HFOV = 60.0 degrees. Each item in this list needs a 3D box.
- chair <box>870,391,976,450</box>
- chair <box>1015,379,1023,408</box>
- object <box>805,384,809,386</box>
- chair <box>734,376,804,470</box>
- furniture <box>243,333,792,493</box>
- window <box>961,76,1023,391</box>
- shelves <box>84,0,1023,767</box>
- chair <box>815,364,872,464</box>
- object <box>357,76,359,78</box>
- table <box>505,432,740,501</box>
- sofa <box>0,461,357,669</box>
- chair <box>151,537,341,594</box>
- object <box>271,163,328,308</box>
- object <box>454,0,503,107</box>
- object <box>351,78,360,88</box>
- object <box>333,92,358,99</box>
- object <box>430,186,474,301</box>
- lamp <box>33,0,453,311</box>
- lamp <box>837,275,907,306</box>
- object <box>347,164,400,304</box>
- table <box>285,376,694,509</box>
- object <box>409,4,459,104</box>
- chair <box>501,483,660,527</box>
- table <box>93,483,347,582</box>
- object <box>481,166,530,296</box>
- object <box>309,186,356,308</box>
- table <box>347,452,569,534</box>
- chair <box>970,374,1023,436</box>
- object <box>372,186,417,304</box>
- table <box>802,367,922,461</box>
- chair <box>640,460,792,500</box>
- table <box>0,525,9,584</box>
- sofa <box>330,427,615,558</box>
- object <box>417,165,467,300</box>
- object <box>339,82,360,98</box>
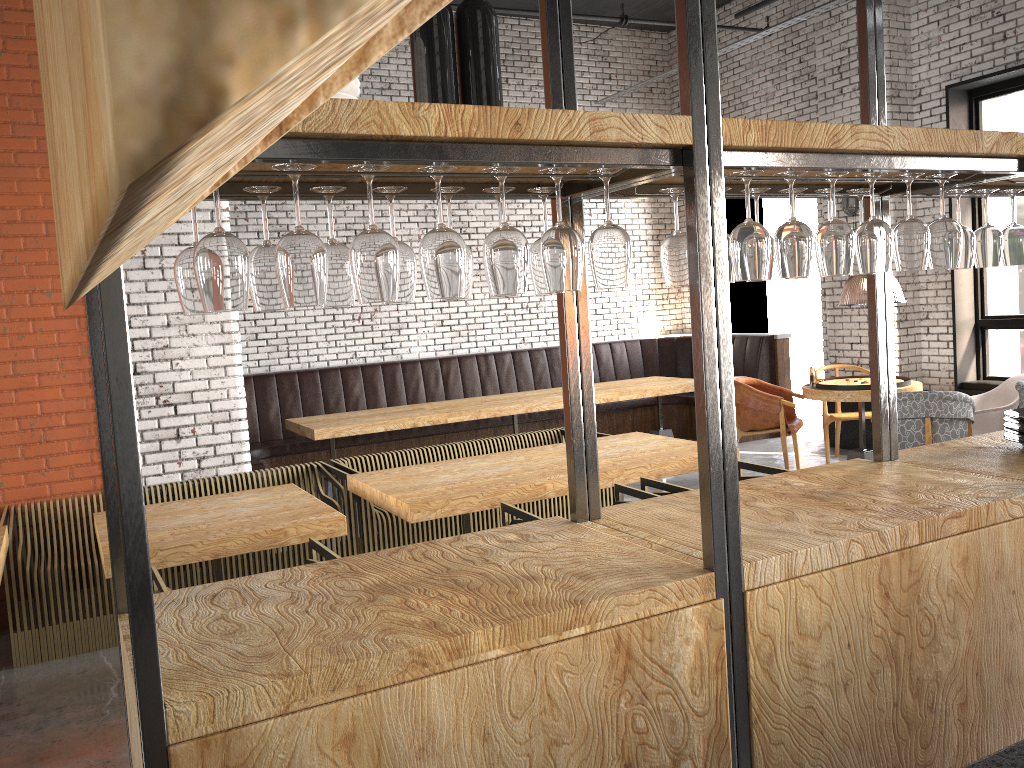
[{"bbox_3d":[2.864,0.483,6.157,0.681,0.927,0.645,-2,5,22],"label":"chair"},{"bbox_3d":[3.798,0.429,6.084,0.682,0.927,0.644,-6,5,-28],"label":"chair"},{"bbox_3d":[2.529,0.008,7.602,0.032,0.010,0.032,-2,5,23],"label":"object"},{"bbox_3d":[2.169,0.394,7.659,0.643,0.927,0.682,-2,5,25],"label":"chair"},{"bbox_3d":[-0.297,0.292,9.188,6.769,1.149,1.919,-6,5,-27],"label":"furniture"},{"bbox_3d":[4.517,-1.272,7.390,0.365,2.693,1.536,-6,5,-27],"label":"window"},{"bbox_3d":[0.773,-1.120,2.454,3.662,5.012,0.690,-6,5,-27],"label":"shelves"},{"bbox_3d":[3.095,0.292,8.168,0.612,0.920,0.645,-4,4,0],"label":"chair"},{"bbox_3d":[-0.473,-0.604,1.771,0.334,0.039,0.335,-1,6,29],"label":"object"},{"bbox_3d":[0.647,0.773,5.290,0.997,0.762,1.001,-6,5,-27],"label":"table"},{"bbox_3d":[-1.873,0.969,5.120,1.807,0.729,0.641,-6,5,-27],"label":"sofa"},{"bbox_3d":[-0.964,1.064,3.388,0.657,0.729,0.639,-6,5,-28],"label":"chair"},{"bbox_3d":[-0.407,-0.281,1.698,0.101,0.267,0.101,-2,5,26],"label":"object"},{"bbox_3d":[-0.079,-0.784,1.970,0.098,0.470,0.098,-2,4,25],"label":"object"},{"bbox_3d":[-0.472,-0.584,1.773,0.334,0.040,0.335,-1,6,27],"label":"object"},{"bbox_3d":[-0.469,-0.546,1.774,0.334,0.045,0.335,1,7,43],"label":"object"},{"bbox_3d":[-0.147,-0.339,2.153,0.101,0.267,0.101,-2,5,26],"label":"object"},{"bbox_3d":[-0.033,-0.783,0.054,0.127,1.544,0.127,-6,4,-27],"label":"lamp"},{"bbox_3d":[2.864,-1.851,7.173,0.536,2.402,0.537,-3,4,15],"label":"lamp"},{"bbox_3d":[-0.276,-0.296,1.765,0.101,0.267,0.101,-2,5,26],"label":"object"},{"bbox_3d":[0.027,0.521,8.569,4.139,0.762,1.001,-6,5,-27],"label":"table"},{"bbox_3d":[-0.175,-0.773,1.921,0.098,0.470,0.098,-2,4,25],"label":"object"},{"bbox_3d":[0.395,0.912,4.098,0.657,0.729,0.639,-6,5,-24],"label":"chair"},{"bbox_3d":[-1.395,1.000,4.239,0.997,0.762,1.001,-6,5,-27],"label":"table"},{"bbox_3d":[-0.015,-0.325,1.899,0.101,0.267,0.101,-2,5,26],"label":"object"},{"bbox_3d":[-0.408,-0.310,2.019,0.101,0.267,0.101,-2,5,26],"label":"object"},{"bbox_3d":[-0.241,0.871,4.833,0.997,0.762,1.001,-6,5,-27],"label":"table"},{"bbox_3d":[3.771,0.364,7.200,0.802,0.849,0.772,-3,5,12],"label":"chair"},{"bbox_3d":[-0.277,-0.324,2.086,0.101,0.267,0.101,-2,5,26],"label":"object"},{"bbox_3d":[2.932,0.328,7.424,0.932,0.972,0.934,-2,5,15],"label":"table"},{"bbox_3d":[1.119,0.831,4.487,0.657,0.729,0.639,-6,5,-26],"label":"chair"},{"bbox_3d":[-2.619,1.134,3.628,0.997,0.762,1.001,-6,5,-27],"label":"table"},{"bbox_3d":[-0.229,0.786,5.966,1.807,0.729,0.641,-6,5,-27],"label":"sofa"},{"bbox_3d":[-0.146,-0.310,1.832,0.101,0.267,0.101,-2,5,26],"label":"object"},{"bbox_3d":[-0.472,-0.565,1.774,0.334,0.037,0.335,-1,6,29],"label":"object"}]
